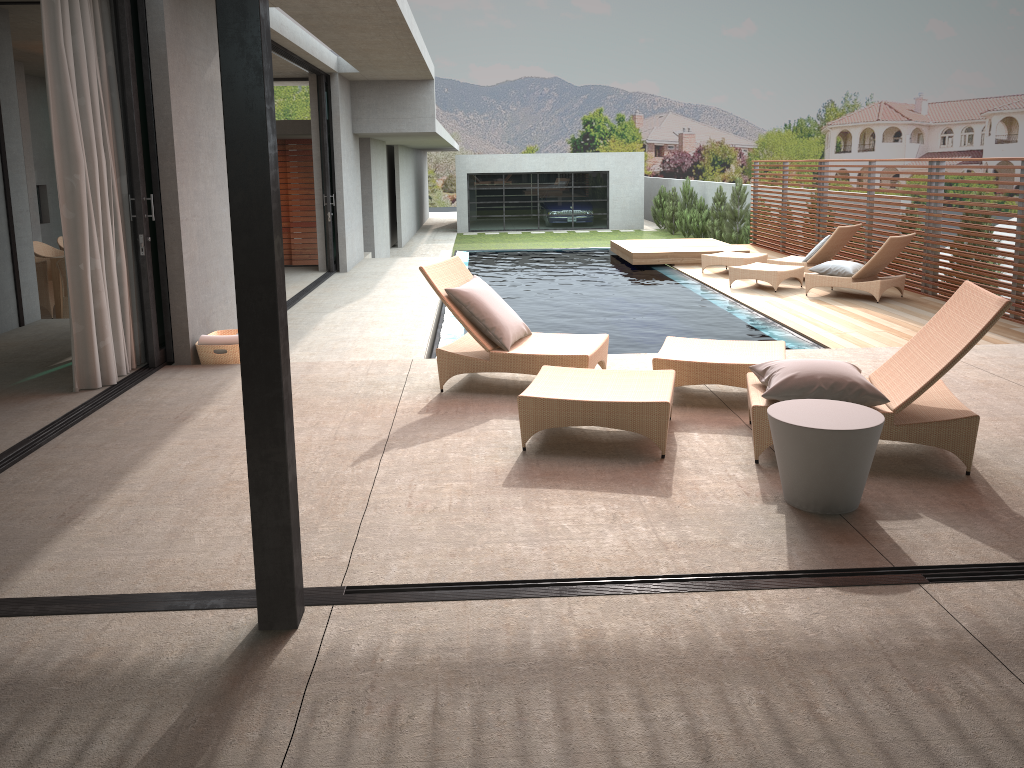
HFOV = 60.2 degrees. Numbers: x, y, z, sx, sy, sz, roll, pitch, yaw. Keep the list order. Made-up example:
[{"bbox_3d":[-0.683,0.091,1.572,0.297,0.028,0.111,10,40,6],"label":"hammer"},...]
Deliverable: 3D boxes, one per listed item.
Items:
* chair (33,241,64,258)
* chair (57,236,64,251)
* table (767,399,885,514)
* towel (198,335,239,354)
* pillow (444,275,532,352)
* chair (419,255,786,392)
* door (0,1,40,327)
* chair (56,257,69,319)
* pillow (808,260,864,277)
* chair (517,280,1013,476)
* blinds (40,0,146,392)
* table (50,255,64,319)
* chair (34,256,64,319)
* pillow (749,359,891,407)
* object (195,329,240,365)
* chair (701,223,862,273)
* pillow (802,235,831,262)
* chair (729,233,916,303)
[{"bbox_3d":[-5.805,-1.417,11.388,0.630,0.851,0.627,-1,11,-2],"label":"chair"},{"bbox_3d":[-5.836,-1.599,12.117,0.630,0.851,0.627,-1,11,-2],"label":"chair"},{"bbox_3d":[1.342,0.317,3.813,0.476,0.387,0.481,-6,13,-20],"label":"table"},{"bbox_3d":[-2.214,-0.247,6.879,0.369,0.307,0.314,-1,12,-2],"label":"towel"},{"bbox_3d":[-0.148,-0.484,5.957,0.427,0.421,0.618,2,13,15],"label":"pillow"},{"bbox_3d":[0.589,-0.376,5.756,2.296,0.816,0.710,3,12,17],"label":"chair"},{"bbox_3d":[-2.636,0.252,2.063,5.799,4.410,15.502,-8,15,-29],"label":"door"},{"bbox_3d":[-4.634,-1.028,9.753,0.617,0.851,0.640,-1,11,-2],"label":"chair"},{"bbox_3d":[4.254,-1.504,11.469,0.598,0.191,0.601,12,19,43],"label":"pillow"},{"bbox_3d":[1.217,-0.097,4.596,2.294,0.816,0.711,2,12,13],"label":"chair"},{"bbox_3d":[-2.870,-1.477,6.039,0.229,2.893,0.897,-2,10,-5],"label":"blinds"},{"bbox_3d":[-4.717,-1.491,11.820,1.279,0.746,3.311,-1,14,-2],"label":"table"},{"bbox_3d":[-5.774,-1.235,10.659,0.630,0.851,0.627,-1,11,-2],"label":"chair"},{"bbox_3d":[1.539,-0.021,4.499,0.593,0.191,0.605,1,14,9],"label":"pillow"},{"bbox_3d":[-2.224,-0.228,7.036,0.446,0.296,0.691,-2,13,-2],"label":"object"},{"bbox_3d":[4.030,-2.039,13.386,0.706,0.815,2.312,-11,17,-42],"label":"chair"},{"bbox_3d":[4.559,-1.979,12.829,0.613,0.421,0.430,-13,17,-43],"label":"pillow"},{"bbox_3d":[4.051,-1.623,11.728,0.705,0.815,2.313,-11,17,-41],"label":"chair"}]
